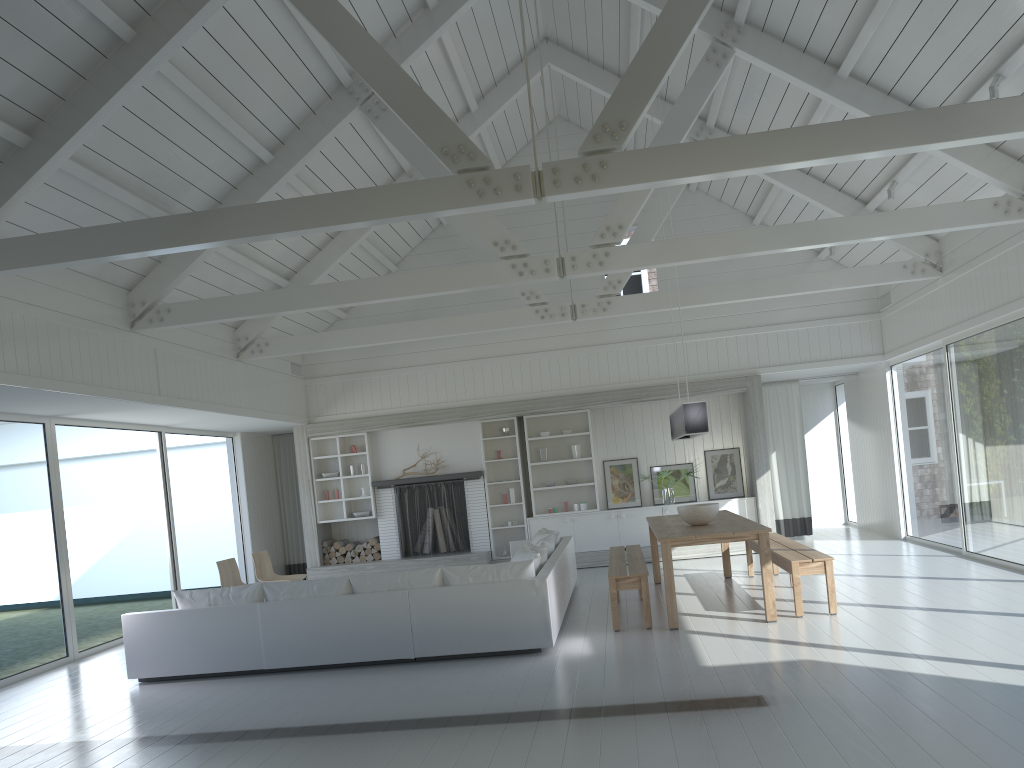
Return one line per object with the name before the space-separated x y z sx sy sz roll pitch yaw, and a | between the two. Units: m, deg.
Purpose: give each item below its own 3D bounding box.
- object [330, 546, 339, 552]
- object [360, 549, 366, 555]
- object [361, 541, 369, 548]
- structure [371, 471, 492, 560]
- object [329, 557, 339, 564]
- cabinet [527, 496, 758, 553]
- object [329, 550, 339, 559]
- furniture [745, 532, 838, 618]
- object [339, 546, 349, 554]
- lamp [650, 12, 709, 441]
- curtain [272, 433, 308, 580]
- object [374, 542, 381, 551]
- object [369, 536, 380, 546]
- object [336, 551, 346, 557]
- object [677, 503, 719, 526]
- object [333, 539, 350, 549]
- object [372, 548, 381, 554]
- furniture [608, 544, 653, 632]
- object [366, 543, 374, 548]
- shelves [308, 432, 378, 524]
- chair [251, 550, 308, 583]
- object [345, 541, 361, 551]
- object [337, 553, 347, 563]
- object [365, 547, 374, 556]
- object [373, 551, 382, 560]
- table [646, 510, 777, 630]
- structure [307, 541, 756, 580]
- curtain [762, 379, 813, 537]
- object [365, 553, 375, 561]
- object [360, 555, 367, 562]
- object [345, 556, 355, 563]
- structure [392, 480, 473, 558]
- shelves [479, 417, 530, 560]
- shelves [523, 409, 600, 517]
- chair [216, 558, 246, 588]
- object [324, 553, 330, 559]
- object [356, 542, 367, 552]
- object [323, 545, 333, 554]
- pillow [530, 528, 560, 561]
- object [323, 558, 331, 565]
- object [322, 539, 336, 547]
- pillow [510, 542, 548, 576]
object | -2.598 2.429 13.087 0.080 0.080 0.479 -6 -6 5
object | -2.148 2.474 13.035 0.080 0.080 0.479 -6 -6 5
object | -2.125 2.365 13.030 0.086 0.091 0.480 -6 -6 5
structure | -1.110 1.989 12.941 1.618 1.287 0.859 -6 -2 7
object | -2.573 2.611 13.117 0.134 0.146 0.549 -6 -5 6
cabinet | 1.840 2.027 12.589 3.185 0.551 0.654 -6 -3 7
object | -2.599 2.522 13.102 0.109 0.109 0.495 -6 -6 5
furniture | 2.632 1.788 8.524 0.341 0.470 2.685 -6 -6 6
object | -2.451 2.450 13.083 0.109 0.109 0.495 -6 -6 5
lamp | 1.502 -1.592 8.545 0.200 4.244 1.905 -6 -1 6
curtain | -3.427 1.961 14.087 0.630 2.371 0.116 -6 0 6
object | -1.930 2.386 13.021 0.109 0.109 0.495 -6 -6 5
object | -2.000 2.314 13.028 0.110 0.111 0.495 -6 -6 5
object | -2.509 2.502 13.084 0.080 0.079 0.479 -6 -6 5
object | 1.737 1.219 8.198 0.389 0.185 0.391 -5 -5 -2
object | -2.529 2.379 13.092 0.110 0.111 0.495 -6 -6 5
object | -1.972 2.442 13.020 0.080 0.079 0.479 -6 -6 5
furniture | 1.152 1.954 8.701 0.341 0.470 2.685 -6 -6 6
object | -2.061 2.369 13.023 0.080 0.080 0.479 -6 -6 5
shelves | -2.422 1.380 12.971 0.866 1.240 0.548 -6 -1 7
chair | -2.733 2.333 10.282 0.555 0.780 0.595 -6 -2 6
object | -2.353 2.404 13.071 0.109 0.109 0.495 -6 -6 5
object | -2.474 2.583 13.089 0.110 0.111 0.495 -6 -6 5
object | -2.062 2.462 13.038 0.109 0.109 0.495 -6 -6 5
object | -1.938 2.523 13.025 0.110 0.111 0.495 -6 -6 5
table | 1.853 1.729 8.620 0.907 0.762 2.954 -6 -5 6
structure | 0.344 2.533 13.080 6.357 0.346 1.885 -6 -6 7
curtain | 3.954 1.151 13.347 1.007 2.371 0.116 -6 0 7
object | -2.036 2.551 13.053 0.134 0.146 0.549 -6 -5 6
object | -2.138 2.567 13.057 0.108 0.106 0.516 -6 -6 5
object | -2.362 2.572 13.083 0.105 0.115 0.518 -6 -6 5
structure | -1.153 1.934 12.588 1.099 1.064 0.116 -6 0 6
shelves | -0.075 1.514 12.828 0.541 2.001 0.604 -6 0 6
shelves | 0.731 1.146 12.726 0.940 1.444 0.604 -6 -1 7
chair | -2.879 2.269 9.513 0.555 0.780 0.595 -6 -2 6
object | -2.685 2.534 13.099 0.080 0.080 0.479 -6 -6 5
object | -2.198 2.413 13.053 0.109 0.109 0.495 -6 -6 5
object | -2.691 2.447 13.111 0.109 0.109 0.495 -6 -6 5
pillow | 0.341 1.881 9.723 0.462 0.477 2.064 -6 -6 -1
object | -2.675 2.627 13.121 0.108 0.106 0.516 -6 -6 5
object | -2.718 2.358 13.100 0.080 0.080 0.479 -6 -6 5
pillow | 0.109 1.734 8.075 0.465 0.477 1.323 -6 -5 -2
